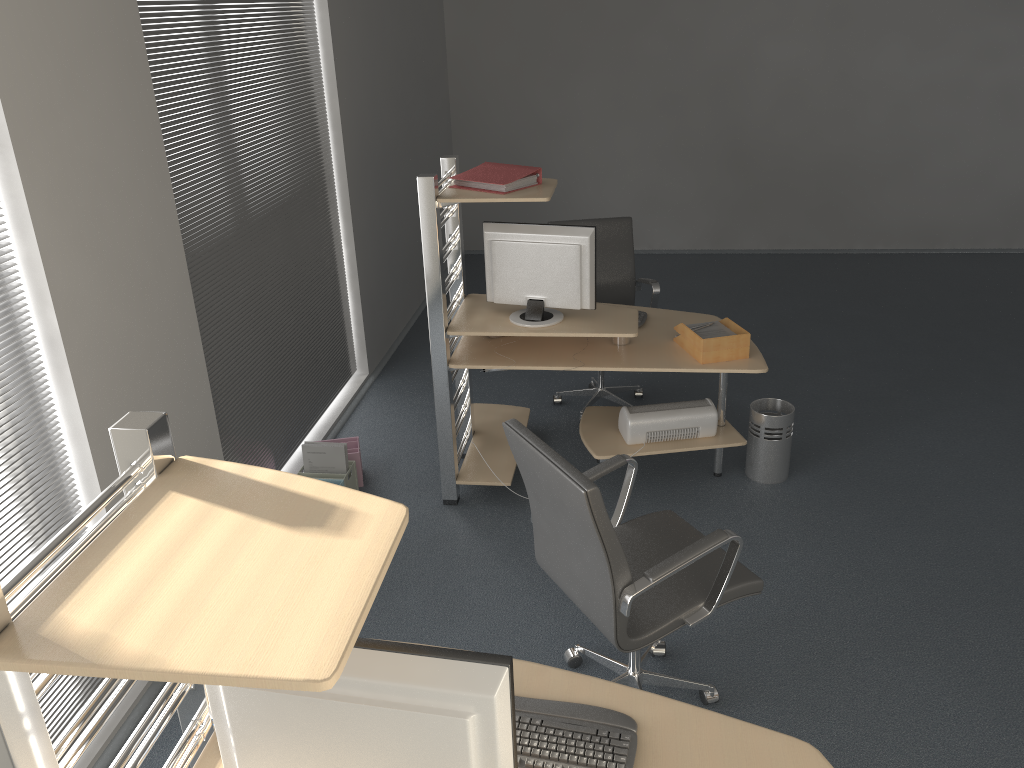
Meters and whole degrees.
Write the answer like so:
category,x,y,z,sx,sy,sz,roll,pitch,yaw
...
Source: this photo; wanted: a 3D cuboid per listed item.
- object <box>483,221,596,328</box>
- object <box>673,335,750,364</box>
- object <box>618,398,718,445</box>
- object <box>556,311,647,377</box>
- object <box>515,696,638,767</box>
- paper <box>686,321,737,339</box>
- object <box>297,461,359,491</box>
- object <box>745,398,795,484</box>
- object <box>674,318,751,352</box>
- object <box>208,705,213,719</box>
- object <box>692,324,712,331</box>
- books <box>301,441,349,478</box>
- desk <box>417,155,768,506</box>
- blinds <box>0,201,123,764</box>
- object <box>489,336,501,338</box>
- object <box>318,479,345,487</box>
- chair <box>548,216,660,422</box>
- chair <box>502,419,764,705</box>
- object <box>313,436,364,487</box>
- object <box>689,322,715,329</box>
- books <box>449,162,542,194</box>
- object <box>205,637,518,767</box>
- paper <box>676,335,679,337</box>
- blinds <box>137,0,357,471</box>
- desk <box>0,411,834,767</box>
category,x,y,z,sx,sy,sz,roll,pitch,yaw
object,0.094,-0.490,3.937,0.516,0.418,0.245,11,27,28
object,0.896,-0.185,4.005,0.225,0.060,0.309,-7,24,-11
object,0.728,0.136,4.284,0.438,0.162,0.351,-5,24,-7
object,0.363,-0.208,4.214,0.478,0.082,0.814,4,24,15
object,-0.042,0.900,1.698,0.478,0.082,0.814,4,24,15
paper,0.894,-0.222,3.991,0.210,0.010,0.297,-7,24,-11
object,-0.889,0.500,4.283,0.245,0.202,0.185,1,24,8
object,1.264,0.283,4.354,0.208,0.377,0.208,-20,29,-34
object,0.894,-0.237,3.983,0.225,0.060,0.309,-7,24,-11
object,-0.516,0.653,1.716,0.154,0.135,0.093,20,32,41
object,0.862,-0.257,4.053,0.159,0.009,0.008,-19,28,-33
books,-0.890,0.430,4.269,0.220,0.306,0.068,1,24,8
desk,0.428,-0.310,4.289,1.469,1.566,0.967,1,24,8
blinds,-1.551,0.146,1.687,0.037,2.749,1.950,1,24,8
object,-0.054,-0.267,4.278,0.159,0.064,0.054,-13,25,-22
object,-0.914,0.574,4.115,0.245,0.202,0.185,1,24,8
chair,0.501,-0.348,5.020,0.584,1.048,0.652,-4,24,-5
chair,0.387,0.605,2.835,0.652,1.048,0.584,-13,26,-23
object,-0.887,0.410,4.491,0.245,0.202,0.185,-6,24,-9
object,0.871,-0.269,4.079,0.159,0.009,0.008,-14,26,-25
books,-0.075,-0.901,3.866,0.320,0.072,0.262,17,30,37
object,-0.270,0.617,1.422,0.516,0.418,0.245,7,25,21
paper,0.896,-0.174,4.011,0.210,0.019,0.297,-7,24,-11
blinds,-1.182,-0.972,4.229,0.022,2.770,1.950,1,24,8
desk,0.059,0.805,1.754,1.469,1.566,0.967,1,24,8
